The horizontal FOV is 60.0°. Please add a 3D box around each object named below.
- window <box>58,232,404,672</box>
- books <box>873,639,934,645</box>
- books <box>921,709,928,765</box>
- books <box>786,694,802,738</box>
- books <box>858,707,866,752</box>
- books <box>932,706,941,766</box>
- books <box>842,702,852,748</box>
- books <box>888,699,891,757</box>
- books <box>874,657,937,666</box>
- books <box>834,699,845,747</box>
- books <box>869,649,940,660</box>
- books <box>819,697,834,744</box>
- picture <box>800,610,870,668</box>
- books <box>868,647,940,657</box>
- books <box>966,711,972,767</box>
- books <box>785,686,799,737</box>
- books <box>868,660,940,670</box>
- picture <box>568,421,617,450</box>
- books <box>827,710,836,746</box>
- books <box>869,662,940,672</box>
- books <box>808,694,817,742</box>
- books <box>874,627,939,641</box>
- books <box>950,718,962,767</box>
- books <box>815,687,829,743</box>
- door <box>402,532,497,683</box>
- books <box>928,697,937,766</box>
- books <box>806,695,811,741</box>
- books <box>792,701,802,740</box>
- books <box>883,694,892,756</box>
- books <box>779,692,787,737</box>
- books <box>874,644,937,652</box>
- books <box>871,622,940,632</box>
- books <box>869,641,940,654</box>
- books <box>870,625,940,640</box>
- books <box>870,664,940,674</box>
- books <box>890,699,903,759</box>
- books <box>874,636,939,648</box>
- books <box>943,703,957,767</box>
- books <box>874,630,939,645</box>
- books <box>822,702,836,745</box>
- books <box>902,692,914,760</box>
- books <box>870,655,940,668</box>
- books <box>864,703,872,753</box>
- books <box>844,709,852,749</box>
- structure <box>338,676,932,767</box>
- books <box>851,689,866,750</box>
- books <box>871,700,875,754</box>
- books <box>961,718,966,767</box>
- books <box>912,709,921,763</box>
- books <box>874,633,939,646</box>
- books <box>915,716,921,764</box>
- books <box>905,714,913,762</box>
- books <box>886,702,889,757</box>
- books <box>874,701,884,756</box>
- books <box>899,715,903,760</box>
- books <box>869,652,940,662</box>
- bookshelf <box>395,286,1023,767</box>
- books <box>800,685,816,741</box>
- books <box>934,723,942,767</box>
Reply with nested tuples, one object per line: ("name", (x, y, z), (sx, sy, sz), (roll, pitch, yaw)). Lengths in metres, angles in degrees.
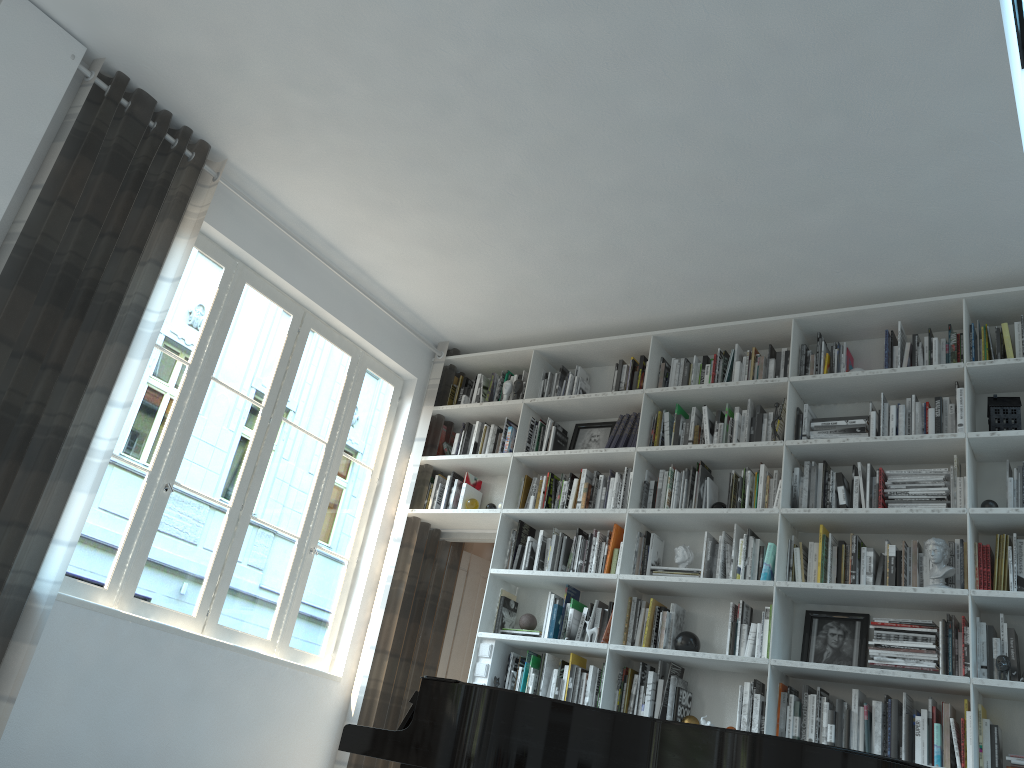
("window", (-1.430, 0.431, 5.007), (0.073, 2.000, 1.991), (-5, -29, 33))
("books", (1.795, 1.193, 4.034), (0.254, 0.012, 0.161), (-7, -30, 36))
("books", (1.790, 1.537, 3.818), (0.023, 0.233, 0.175), (-5, -29, 33))
("books", (1.317, 1.582, 4.129), (0.027, 0.233, 0.168), (-5, -29, 33))
("books", (1.580, 1.573, 3.974), (0.025, 0.219, 0.140), (-5, -29, 33))
("books", (1.830, 1.534, 3.819), (0.014, 0.255, 0.145), (-5, -29, 33))
("books", (1.519, 1.570, 4.006), (0.013, 0.229, 0.139), (-5, -29, 33))
("books", (1.680, 1.539, 3.905), (0.010, 0.260, 0.182), (-5, -29, 33))
("books", (1.777, 1.265, 3.998), (0.254, 0.012, 0.161), (-3, -28, 29))
("books", (1.497, 1.564, 4.012), (0.029, 0.237, 0.166), (-5, -29, 33))
("books", (1.787, 1.237, 4.017), (0.285, 0.012, 0.160), (-7, -30, 35))
("books", (1.444, 1.575, 4.070), (0.021, 0.243, 0.142), (-5, -29, 33))
("picture", (1.550, 1.239, 4.255), (0.300, 0.298, 0.078), (-5, -29, 34))
("books", (1.786, 1.223, 4.016), (0.285, 0.012, 0.160), (-9, -31, 38))
("books", (1.937, 1.514, 3.715), (0.033, 0.245, 0.177), (-5, -29, 33))
("books", (1.311, 1.569, 4.156), (0.011, 0.274, 0.146), (-5, -29, 33))
("books", (1.775, 1.276, 3.993), (0.285, 0.012, 0.160), (-9, -31, 38))
("picture", (0.497, 0.370, 5.528), (0.300, 0.298, 0.078), (-5, -29, 34))
("books", (1.465, 1.587, 4.012), (0.029, 0.183, 0.175), (-5, -29, 33))
("books", (1.778, 1.291, 3.995), (0.285, 0.012, 0.160), (-5, -29, 33))
("books", (1.406, 1.571, 4.080), (0.027, 0.244, 0.180), (-5, -29, 33))
("books", (1.803, 1.148, 4.052), (0.254, 0.012, 0.161), (-3, -28, 30))
("books", (1.886, 1.536, 3.744), (0.042, 0.211, 0.169), (-5, -29, 33))
("books", (1.424, 1.552, 4.074), (0.013, 0.281, 0.167), (-5, -29, 33))
("door", (-0.198, 2.038, 5.730), (0.834, 1.972, 0.789), (-5, -29, 33))
("books", (1.817, 1.515, 3.828), (0.014, 0.292, 0.138), (-5, -29, 33))
("books", (1.394, 1.580, 4.107), (0.024, 0.246, 0.132), (-5, -29, 33))
("books", (1.342, 1.597, 4.119), (0.024, 0.207, 0.170), (-5, -29, 33))
("books", (1.672, 1.538, 3.935), (0.014, 0.285, 0.135), (-5, -29, 33))
("books", (1.295, 1.588, 4.166), (0.029, 0.243, 0.154), (-5, -29, 33))
("books", (1.789, 1.213, 4.021), (0.254, 0.012, 0.161), (-3, -28, 29))
("books", (1.806, 1.125, 4.059), (0.285, 0.012, 0.160), (-3, -28, 29))
("books", (1.790, 1.201, 4.025), (0.285, 0.012, 0.160), (-9, -31, 38))
("books", (1.808, 1.139, 4.060), (0.285, 0.012, 0.160), (-7, -30, 35))
("books", (1.770, 1.297, 3.983), (0.285, 0.012, 0.160), (-3, -28, 29))
("books", (1.693, 1.533, 3.890), (0.028, 0.263, 0.162), (-5, -29, 33))
("books", (1.797, 1.182, 4.039), (0.254, 0.012, 0.161), (-4, -28, 31))
("books", (1.869, 1.517, 3.783), (0.026, 0.271, 0.175), (-5, -29, 33))
("books", (1.802, 1.160, 4.048), (0.254, 0.012, 0.161), (-4, -28, 31))
("books", (1.449, 1.576, 4.036), (0.023, 0.216, 0.175), (-5, -29, 33))
("books", (1.732, 1.518, 3.877), (0.012, 0.295, 0.178), (-5, -29, 33))
("books", (1.785, 1.260, 4.011), (0.285, 0.012, 0.160), (-5, -29, 33))
("books", (1.600, 1.560, 3.957), (0.031, 0.236, 0.159), (-5, -29, 33))
("books", (1.525, 1.578, 3.981), (0.023, 0.195, 0.165), (-5, -29, 33))
("structure", (0.484, 1.656, 3.171), (1.919, 0.829, 1.340), (-5, -29, 33))
("books", (1.561, 1.539, 3.996), (0.026, 0.290, 0.152), (-5, -29, 33))
("books", (1.633, 1.557, 3.956), (0.025, 0.253, 0.137), (-5, -29, 33))
("books", (1.909, 1.533, 3.732), (0.011, 0.215, 0.167), (-5, -29, 33))
("books", (1.762, 1.546, 3.850), (0.014, 0.234, 0.154), (-5, -29, 33))
("books", (1.798, 1.170, 4.042), (0.254, 0.012, 0.161), (-3, -28, 30))
("books", (1.768, 1.553, 3.825), (0.023, 0.203, 0.168), (-5, -29, 33))
("books", (1.737, 1.555, 3.847), (0.024, 0.206, 0.184), (-5, -29, 33))
("books", (1.676, 1.549, 3.917), (0.011, 0.250, 0.159), (-5, -29, 33))
("books", (1.639, 1.547, 3.921), (0.026, 0.244, 0.192), (-5, -29, 33))
("books", (1.715, 1.565, 3.875), (0.021, 0.202, 0.129), (-5, -29, 33))
("books", (1.786, 1.248, 4.014), (0.285, 0.012, 0.160), (-6, -29, 34))
("bookshelf", (1.851, 1.046, 3.997), (6.300, 3.128, 0.331), (-5, -29, 33))
("books", (1.380, 1.565, 4.134), (0.027, 0.289, 0.141), (-5, -29, 33))
("books", (1.825, 1.554, 3.776), (0.023, 0.182, 0.169), (-5, -29, 33))
